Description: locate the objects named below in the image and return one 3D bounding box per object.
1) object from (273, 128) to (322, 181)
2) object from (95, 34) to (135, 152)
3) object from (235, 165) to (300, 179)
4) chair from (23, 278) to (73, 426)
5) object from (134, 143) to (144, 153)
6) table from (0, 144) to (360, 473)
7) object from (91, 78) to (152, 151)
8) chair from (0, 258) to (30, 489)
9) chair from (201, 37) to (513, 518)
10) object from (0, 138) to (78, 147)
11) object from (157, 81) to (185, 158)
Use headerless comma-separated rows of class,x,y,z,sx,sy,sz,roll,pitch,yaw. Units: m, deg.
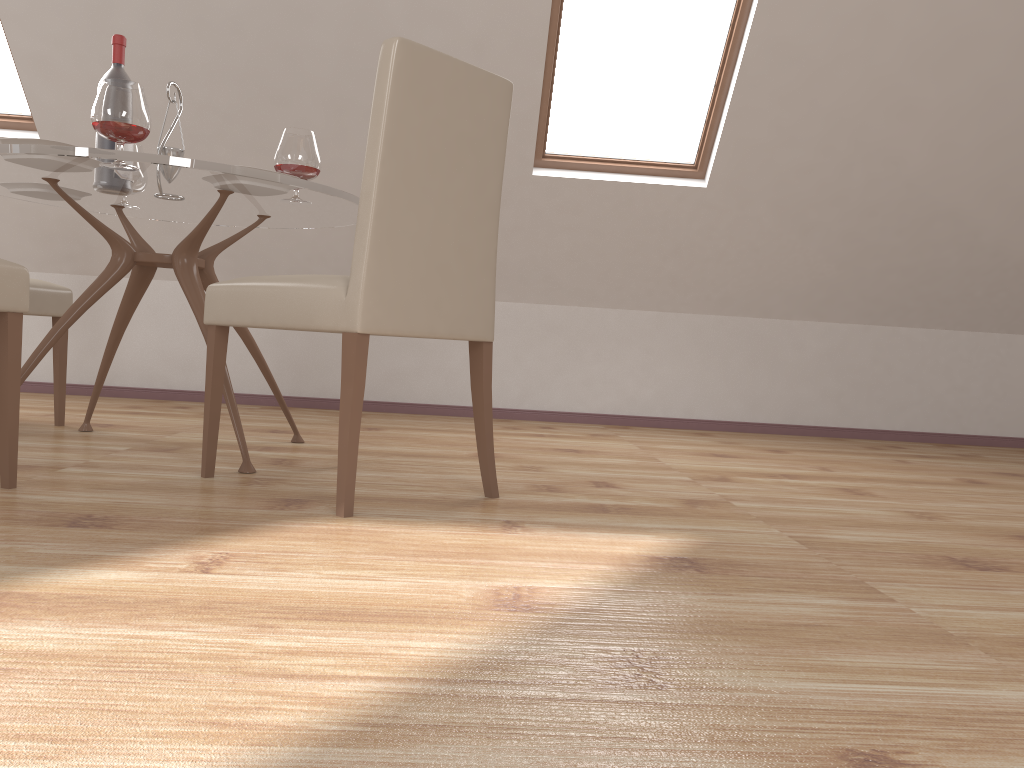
object,-0.618,-0.636,2.558,0.136,0.183,0.136,2,3,-24
object,-1.158,-0.798,2.594,0.109,0.435,0.109,3,2,-7
object,-0.703,-0.553,2.393,0.228,0.020,0.228,6,3,42
chair,-1.909,-0.368,3.011,0.618,0.999,0.477,5,3,24
object,-1.256,-0.688,2.883,0.136,0.183,0.136,4,3,23
table,-1.048,-0.188,2.654,1.198,0.770,1.198,4,2,18
object,-0.952,-0.640,2.162,0.136,0.183,0.136,2,3,-24
chair,-1.371,-0.282,1.717,0.477,0.999,0.618,4,3,21
chair,-0.374,-0.240,2.173,0.618,0.999,0.477,6,3,41
object,-1.147,-0.572,2.200,0.228,0.020,0.228,4,3,19
object,-1.013,-0.733,2.630,0.096,0.322,0.086,1,3,-40
